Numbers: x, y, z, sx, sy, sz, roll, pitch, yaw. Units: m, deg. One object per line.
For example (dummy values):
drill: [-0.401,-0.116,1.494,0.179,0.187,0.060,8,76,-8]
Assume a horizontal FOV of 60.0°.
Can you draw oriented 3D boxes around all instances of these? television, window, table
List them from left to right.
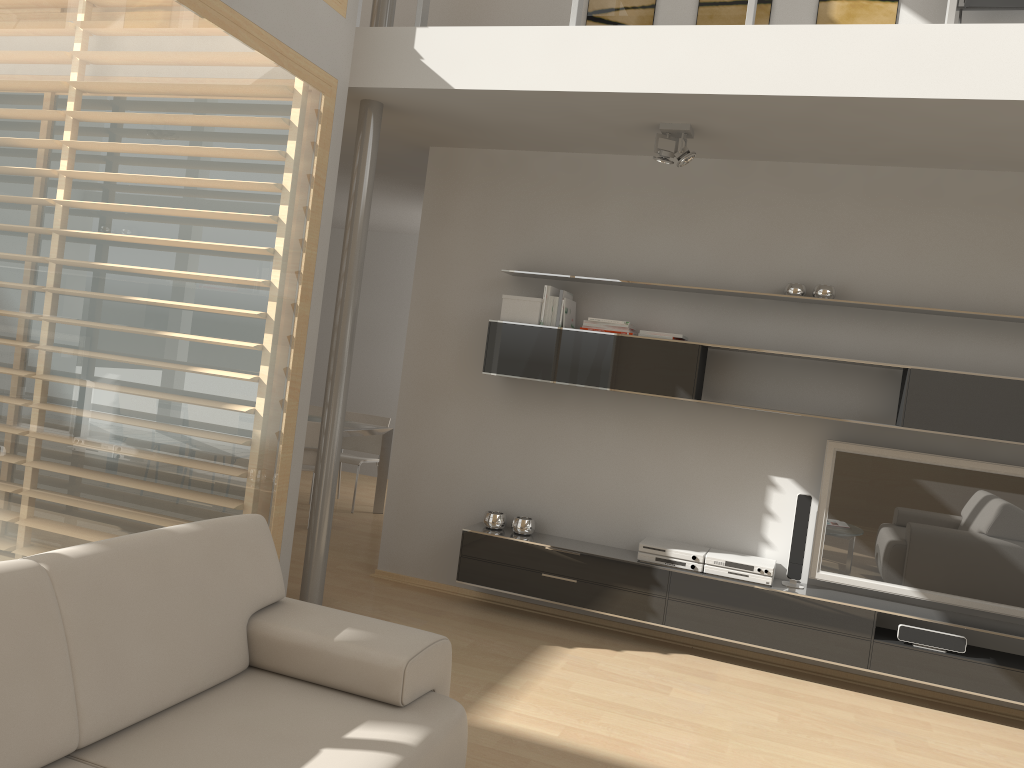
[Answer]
window: [-1.478,-0.183,3.096,0.020,2.500,2.525,8,1,19]
table: [-2.247,0.603,7.606,2.199,0.746,0.900,8,1,19]
television: [2.186,0.732,4.477,1.224,0.735,0.096,8,1,19]

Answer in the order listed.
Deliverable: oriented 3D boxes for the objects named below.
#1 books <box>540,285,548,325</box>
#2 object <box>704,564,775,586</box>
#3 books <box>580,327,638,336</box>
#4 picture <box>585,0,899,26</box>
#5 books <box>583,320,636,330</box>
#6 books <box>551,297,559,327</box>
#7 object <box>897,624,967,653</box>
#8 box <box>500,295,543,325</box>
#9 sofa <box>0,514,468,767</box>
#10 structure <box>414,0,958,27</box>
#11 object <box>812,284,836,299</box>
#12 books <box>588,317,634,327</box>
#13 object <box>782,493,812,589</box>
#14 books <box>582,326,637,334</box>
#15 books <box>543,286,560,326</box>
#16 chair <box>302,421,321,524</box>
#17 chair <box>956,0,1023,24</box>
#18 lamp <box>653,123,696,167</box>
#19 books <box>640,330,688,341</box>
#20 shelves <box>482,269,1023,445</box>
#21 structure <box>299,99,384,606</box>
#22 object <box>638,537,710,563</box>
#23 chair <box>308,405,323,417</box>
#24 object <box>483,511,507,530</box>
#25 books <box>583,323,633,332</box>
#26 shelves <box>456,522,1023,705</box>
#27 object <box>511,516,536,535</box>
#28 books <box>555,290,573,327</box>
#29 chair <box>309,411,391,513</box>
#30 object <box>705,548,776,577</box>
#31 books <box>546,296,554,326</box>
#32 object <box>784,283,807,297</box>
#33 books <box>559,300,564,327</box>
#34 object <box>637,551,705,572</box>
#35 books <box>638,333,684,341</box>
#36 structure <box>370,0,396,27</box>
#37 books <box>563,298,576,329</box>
books: [0.214,-0.439,5.083,0.017,0.227,0.230,8,1,19]
object: [1.208,0.995,4.707,0.349,0.049,0.250,8,1,19]
books: [0.547,-0.285,4.938,0.297,0.013,0.210,8,1,19]
picture: [1.326,-2.827,4.896,1.684,1.800,0.010,8,1,19]
books: [0.546,-0.326,4.936,0.254,0.015,0.190,8,1,20]
books: [0.277,-0.401,5.067,0.027,0.169,0.230,8,1,19]
object: [2.036,1.239,4.314,0.300,0.092,0.085,8,1,19]
box: [0.083,-0.416,5.098,0.232,0.149,0.232,8,1,19]
sofa: [-0.925,0.845,1.975,1.168,0.846,2.093,8,1,19]
structure: [1.833,-1.891,3.635,5.400,0.900,0.080,8,1,19]
object: [1.629,-0.478,4.626,0.115,0.081,0.115,7,1,0]
books: [0.555,-0.342,4.947,0.227,0.017,0.230,8,1,14]
object: [1.501,0.815,4.641,0.111,0.483,0.116,8,1,15]
books: [0.545,-0.298,4.940,0.268,0.011,0.190,8,1,20]
books: [0.234,-0.436,5.083,0.017,0.227,0.230,8,1,19]
chair: [-1.690,0.659,6.899,0.455,0.807,0.501,7,1,-1]
chair: [2.390,-1.794,4.186,0.628,0.825,0.537,8,1,19]
lamp: [0.816,-1.183,4.431,0.214,0.195,0.150,8,1,19]
books: [0.833,-0.265,4.850,0.230,0.017,0.227,8,1,19]
shelves: [1.883,0.059,4.487,4.236,0.914,0.300,8,1,19]
structure: [-0.909,-0.145,4.711,0.121,2.700,0.122,7,1,7]
object: [0.879,0.902,4.816,0.349,0.049,0.262,8,1,19]
chair: [-2.016,0.593,8.069,0.455,0.807,0.501,8,1,19]
object: [-0.100,0.798,5.186,0.143,0.091,0.143,6,2,-39]
books: [0.537,-0.312,4.942,0.254,0.015,0.190,8,1,15]
shelves: [1.732,1.248,4.513,4.236,0.312,0.300,8,1,19]
object: [0.066,0.820,5.129,0.143,0.091,0.143,6,2,-39]
books: [0.298,-0.419,5.047,0.021,0.210,0.207,8,1,19]
chair: [-1.424,0.673,7.829,0.455,0.807,0.501,8,1,19]
object: [1.212,0.947,4.700,0.349,0.049,0.262,8,1,19]
books: [0.248,-0.405,5.069,0.027,0.169,0.230,8,1,19]
object: [1.506,-0.495,4.713,0.115,0.081,0.115,7,1,0]
books: [0.310,-0.390,5.044,0.009,0.156,0.207,8,1,19]
object: [0.873,0.950,4.817,0.349,0.049,0.262,8,1,19]
books: [0.821,-0.250,4.859,0.190,0.015,0.254,8,1,25]
structure: [-0.549,-2.972,4.650,0.121,2.400,0.122,7,1,7]
books: [0.329,-0.394,5.052,0.023,0.169,0.230,8,1,19]
